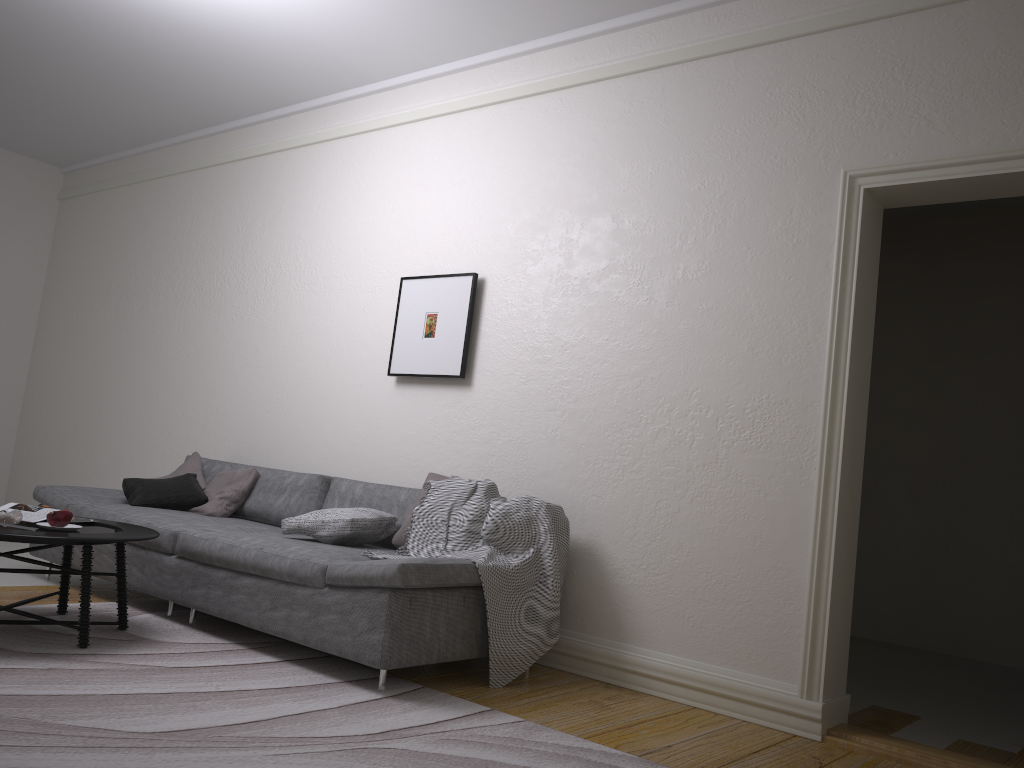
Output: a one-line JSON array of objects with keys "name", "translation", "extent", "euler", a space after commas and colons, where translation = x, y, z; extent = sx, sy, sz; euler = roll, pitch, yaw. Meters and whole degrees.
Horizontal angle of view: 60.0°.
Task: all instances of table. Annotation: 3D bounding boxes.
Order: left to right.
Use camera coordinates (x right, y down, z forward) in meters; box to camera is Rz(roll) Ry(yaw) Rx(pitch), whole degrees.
[{"name": "table", "translation": [-1.981, 0.792, 3.612], "extent": [0.926, 0.449, 0.961], "euler": [2, -8, 36]}]

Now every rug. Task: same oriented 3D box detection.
[{"name": "rug", "translation": [-1.015, 1.025, 2.741], "extent": [3.635, 0.008, 1.988], "euler": [2, -8, 38]}]

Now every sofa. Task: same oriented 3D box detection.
[{"name": "sofa", "translation": [-1.249, 0.826, 4.560], "extent": [2.997, 0.773, 1.124], "euler": [2, -8, 38]}]

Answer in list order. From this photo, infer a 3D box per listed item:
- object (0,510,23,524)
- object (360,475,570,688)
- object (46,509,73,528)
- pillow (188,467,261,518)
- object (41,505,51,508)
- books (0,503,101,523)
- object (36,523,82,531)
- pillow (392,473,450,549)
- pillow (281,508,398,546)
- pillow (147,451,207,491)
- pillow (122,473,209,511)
[{"name": "object", "translation": [-2.079, 0.518, 3.498], "extent": [0.258, 0.062, 0.249], "euler": [12, -8, -43]}, {"name": "object", "translation": [-0.209, 0.841, 3.857], "extent": [0.881, 0.866, 0.621], "euler": [6, -6, 4]}, {"name": "object", "translation": [-1.828, 0.546, 3.591], "extent": [0.112, 0.082, 0.087], "euler": [9, -6, -16]}, {"name": "pillow", "translation": [-1.708, 0.620, 5.143], "extent": [0.414, 0.318, 0.344], "euler": [2, -8, 38]}, {"name": "object", "translation": [-2.108, 0.566, 3.994], "extent": [0.119, 0.036, 0.120], "euler": [7, -6, 0]}, {"name": "books", "translation": [-2.046, 0.557, 3.847], "extent": [0.301, 0.048, 0.376], "euler": [5, -6, 18]}, {"name": "object", "translation": [-1.838, 0.581, 3.598], "extent": [0.168, 0.015, 0.167], "euler": [7, -6, -6]}, {"name": "pillow", "translation": [-0.320, 0.616, 4.115], "extent": [0.418, 0.390, 0.246], "euler": [2, -8, 39]}, {"name": "pillow", "translation": [-0.820, 0.677, 4.227], "extent": [0.398, 0.194, 0.412], "euler": [4, -7, 25]}, {"name": "pillow", "translation": [-2.055, 0.625, 5.394], "extent": [0.358, 0.449, 0.470], "euler": [10, -7, -30]}, {"name": "pillow", "translation": [-1.992, 0.638, 5.083], "extent": [0.428, 0.268, 0.394], "euler": [10, -7, -31]}]
